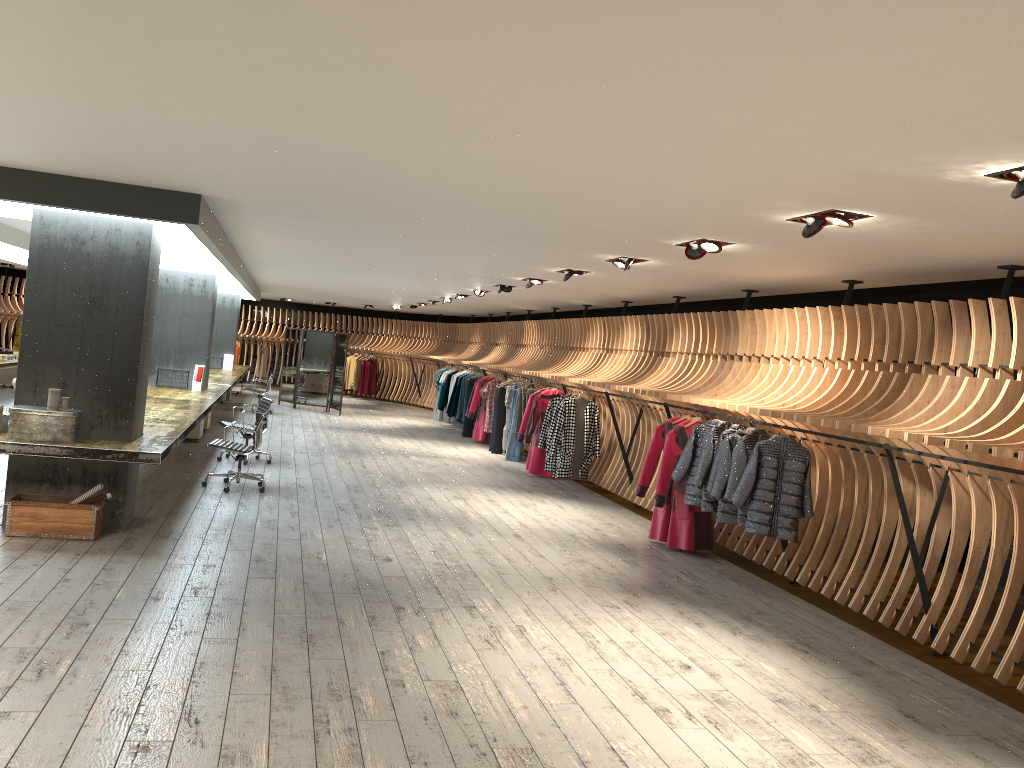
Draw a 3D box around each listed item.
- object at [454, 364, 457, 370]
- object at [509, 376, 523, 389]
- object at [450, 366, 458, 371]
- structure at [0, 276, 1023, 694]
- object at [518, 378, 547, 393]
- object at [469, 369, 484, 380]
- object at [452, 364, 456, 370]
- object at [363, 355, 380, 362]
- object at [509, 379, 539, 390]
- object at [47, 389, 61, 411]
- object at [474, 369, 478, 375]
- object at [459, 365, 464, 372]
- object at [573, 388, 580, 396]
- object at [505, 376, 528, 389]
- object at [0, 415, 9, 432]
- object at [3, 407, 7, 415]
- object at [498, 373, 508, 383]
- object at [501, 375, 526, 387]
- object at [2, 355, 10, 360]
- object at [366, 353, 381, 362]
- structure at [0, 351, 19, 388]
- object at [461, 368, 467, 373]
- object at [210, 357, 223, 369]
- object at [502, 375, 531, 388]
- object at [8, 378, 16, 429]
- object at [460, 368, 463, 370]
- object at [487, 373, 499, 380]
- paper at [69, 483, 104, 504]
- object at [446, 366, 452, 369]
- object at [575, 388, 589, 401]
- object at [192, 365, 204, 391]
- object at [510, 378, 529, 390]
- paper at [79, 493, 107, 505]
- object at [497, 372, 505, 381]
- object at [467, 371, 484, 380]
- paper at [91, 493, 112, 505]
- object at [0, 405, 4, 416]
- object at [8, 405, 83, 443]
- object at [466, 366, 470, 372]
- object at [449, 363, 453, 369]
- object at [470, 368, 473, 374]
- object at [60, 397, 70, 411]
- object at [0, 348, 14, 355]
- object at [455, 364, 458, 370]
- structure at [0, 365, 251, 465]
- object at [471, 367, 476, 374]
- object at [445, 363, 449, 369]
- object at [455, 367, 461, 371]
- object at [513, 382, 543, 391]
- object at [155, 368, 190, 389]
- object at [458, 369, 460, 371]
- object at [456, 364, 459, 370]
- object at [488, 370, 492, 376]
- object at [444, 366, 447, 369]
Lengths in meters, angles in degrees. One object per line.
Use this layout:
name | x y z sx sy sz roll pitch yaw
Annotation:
object | -1.314 -0.333 21.237 0.523 0.290 0.013 6 1 -19
object | 0.115 -0.027 15.540 0.023 0.243 0.549 7 2 37
object | -1.412 -0.348 21.412 0.523 0.288 0.015 6 1 -4
structure | -5.464 -0.433 10.818 14.875 2.439 36.582 6 2 -15
object | 0.366 0.037 14.676 0.547 0.262 0.023 6 1 -13
object | -0.637 -0.182 18.476 0.525 0.270 0.012 6 1 -9
object | -1.358 -0.346 21.316 0.525 0.270 0.012 6 1 -9
object | -4.217 -0.814 26.610 0.525 0.270 0.012 6 1 -14
object | 0.226 0.006 15.171 0.548 0.256 0.023 6 1 11
object | -3.582 0.137 6.970 0.088 0.204 0.263 6 1 -16
object | -0.751 -0.210 18.941 0.525 0.270 0.012 6 1 -4
object | -1.139 -0.294 20.471 0.525 0.270 0.012 6 1 -9
object | 0.906 0.173 12.403 0.525 0.270 0.012 6 1 -14
object | 0.158 -0.016 15.388 0.549 0.243 0.023 6 1 -8
object | -4.086 0.314 7.085 0.108 0.128 0.108 6 1 0
object | -4.069 0.275 7.076 0.081 0.198 0.050 6 1 11
object | -0.176 -0.071 16.640 0.524 0.286 0.015 5 1 -30
object | 0.065 -0.038 15.738 0.549 0.243 0.023 7 1 22
object | -9.033 -0.464 16.022 0.302 0.071 0.209 5 2 -20
object | -4.141 -0.804 26.543 0.525 0.270 0.012 5 1 -39
structure | -9.015 -0.051 14.356 1.161 0.844 10.459 6 2 -15
object | -1.044 -0.281 20.110 0.525 0.270 0.012 6 1 -9
object | -6.979 -0.492 20.635 0.459 0.289 0.330 6 1 -12
object | 0.088 -0.029 15.645 0.548 0.250 0.023 6 1 -13
object | -4.232 0.149 7.243 0.431 0.429 0.195 6 1 -19
object | -1.157 -0.300 20.598 0.525 0.270 0.012 6 1 -14
object | -0.361 -0.123 17.481 0.525 0.270 0.012 6 1 -4
paper | -3.469 0.970 6.883 0.572 0.460 0.043 6 1 3
object | -1.541 -0.388 22.012 0.525 0.270 0.012 6 1 1
object | 0.969 0.185 12.233 0.525 0.270 0.012 5 1 -24
object | -4.817 -0.095 13.610 0.129 0.383 0.240 6 1 -15
object | 0.178 -0.009 15.283 0.549 0.243 0.023 5 2 -43
paper | -3.519 0.993 6.908 0.723 0.365 0.047 6 1 5
object | -0.221 -0.089 16.848 0.525 0.270 0.012 6 1 -14
object | -0.671 -0.191 18.653 0.525 0.270 0.012 6 1 11
paper | -3.484 0.994 6.942 0.624 0.290 0.041 5 1 -33
object | -4.113 0.269 7.020 0.138 0.209 0.034 5 1 -34
object | -3.644 0.312 6.922 0.497 0.239 0.303 6 1 -14
object | -0.985 -0.268 19.884 0.525 0.270 0.012 6 1 -14
object | -1.480 -0.377 21.849 0.525 0.270 0.012 5 1 -29
object | -0.860 -0.235 19.362 0.525 0.270 0.012 6 1 -14
object | -3.474 0.157 6.892 0.062 0.109 0.062 5 1 -44
object | -10.110 -0.655 17.656 0.261 0.111 0.373 6 2 -15
object | -1.298 -0.326 21.134 0.524 0.285 0.013 6 1 -19
structure | -7.192 0.135 14.607 4.834 0.844 18.489 6 2 -15
object | -0.815 -0.226 19.259 0.525 0.270 0.012 6 1 -14
object | -1.582 -0.397 22.142 0.525 0.270 0.012 5 1 -24
object | -1.256 -0.313 20.849 0.524 0.284 0.014 6 1 -4
object | 0.291 0.014 14.854 0.549 0.243 0.023 6 1 -13
object | -5.150 -0.075 13.467 0.459 0.289 0.330 6 1 -17
object | -1.189 -0.306 20.675 0.525 0.270 0.012 6 1 -14
object | -1.282 -0.332 21.019 0.525 0.270 0.012 5 1 -29
object | -0.443 -0.139 17.713 0.525 0.270 0.012 6 1 -14
object | -1.611 -0.404 22.284 0.525 0.270 0.012 6 1 1
